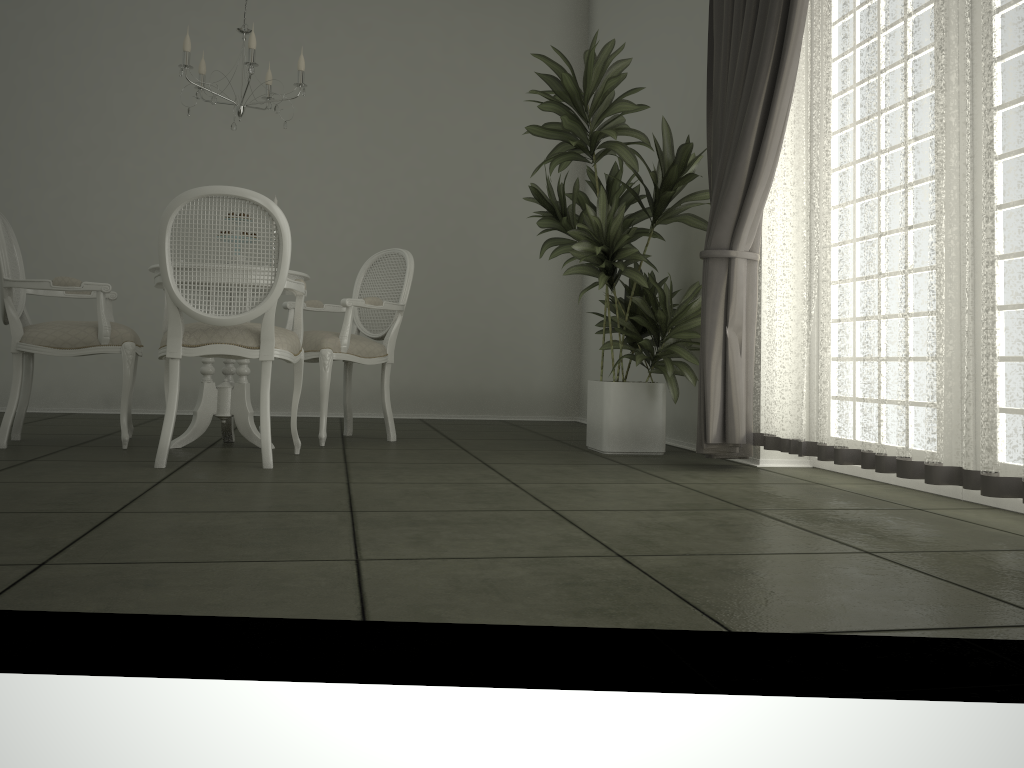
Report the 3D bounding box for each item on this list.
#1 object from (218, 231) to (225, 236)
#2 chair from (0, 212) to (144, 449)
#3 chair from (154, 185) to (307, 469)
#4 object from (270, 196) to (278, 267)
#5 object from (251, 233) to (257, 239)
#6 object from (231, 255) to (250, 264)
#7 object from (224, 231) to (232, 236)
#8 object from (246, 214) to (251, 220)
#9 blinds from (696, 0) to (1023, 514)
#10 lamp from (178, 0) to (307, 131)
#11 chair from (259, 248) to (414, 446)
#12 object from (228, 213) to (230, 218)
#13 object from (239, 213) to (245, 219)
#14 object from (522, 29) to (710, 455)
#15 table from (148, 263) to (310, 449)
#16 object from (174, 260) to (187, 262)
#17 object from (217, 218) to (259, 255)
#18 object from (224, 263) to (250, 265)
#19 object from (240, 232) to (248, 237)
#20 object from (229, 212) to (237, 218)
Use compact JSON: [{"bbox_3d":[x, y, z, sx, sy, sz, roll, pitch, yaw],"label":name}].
[{"bbox_3d":[-1.390,-0.715,4.225,0.039,0.032,0.039,1,-1,45],"label":"object"},{"bbox_3d":[-2.083,-0.256,4.106,0.689,1.070,0.593,3,-3,-21],"label":"chair"},{"bbox_3d":[-1.150,-0.218,3.587,0.594,1.070,0.687,2,-3,-11],"label":"chair"},{"bbox_3d":[-1.124,-0.713,4.167,0.087,0.367,0.088,4,-5,-34],"label":"object"},{"bbox_3d":[-1.246,-0.711,4.254,0.039,0.032,0.039,1,-1,30],"label":"object"},{"bbox_3d":[-1.245,-0.561,4.025,0.078,0.050,0.062,2,-1,21],"label":"object"},{"bbox_3d":[-1.341,-0.712,4.170,0.039,0.032,0.039,1,-1,40],"label":"object"},{"bbox_3d":[-1.275,-0.801,4.254,0.039,0.032,0.039,1,-1,10],"label":"object"},{"bbox_3d":[1.420,-0.897,2.598,0.660,2.616,3.650,2,-1,-11],"label":"blinds"},{"bbox_3d":[-1.292,-2.498,4.364,0.592,2.454,0.590,4,-5,-34],"label":"lamp"},{"bbox_3d":[-0.904,-0.235,4.743,0.594,1.070,0.687,-1,-4,44],"label":"chair"},{"bbox_3d":[-1.356,-0.803,4.238,0.039,0.032,0.039,1,-1,10],"label":"object"},{"bbox_3d":[-1.288,-0.801,4.215,0.039,0.032,0.039,1,-1,35],"label":"object"},{"bbox_3d":[0.569,-0.710,4.604,1.039,2.109,1.155,1,-3,7],"label":"object"},{"bbox_3d":[-1.357,-0.122,4.204,0.739,0.835,0.738,2,-2,-14],"label":"table"},{"bbox_3d":[-1.611,-0.571,4.257,0.078,0.050,0.062,2,-1,-1],"label":"object"},{"bbox_3d":[-1.319,-0.663,4.236,0.211,0.250,0.210,1,-2,21],"label":"object"},{"bbox_3d":[-1.253,-0.537,4.026,0.118,0.016,0.118,1,1,-21],"label":"object"},{"bbox_3d":[-1.269,-0.711,4.184,0.039,0.032,0.039,1,-1,10],"label":"object"},{"bbox_3d":[-1.328,-0.802,4.207,0.039,0.032,0.039,2,-1,-5],"label":"object"}]
